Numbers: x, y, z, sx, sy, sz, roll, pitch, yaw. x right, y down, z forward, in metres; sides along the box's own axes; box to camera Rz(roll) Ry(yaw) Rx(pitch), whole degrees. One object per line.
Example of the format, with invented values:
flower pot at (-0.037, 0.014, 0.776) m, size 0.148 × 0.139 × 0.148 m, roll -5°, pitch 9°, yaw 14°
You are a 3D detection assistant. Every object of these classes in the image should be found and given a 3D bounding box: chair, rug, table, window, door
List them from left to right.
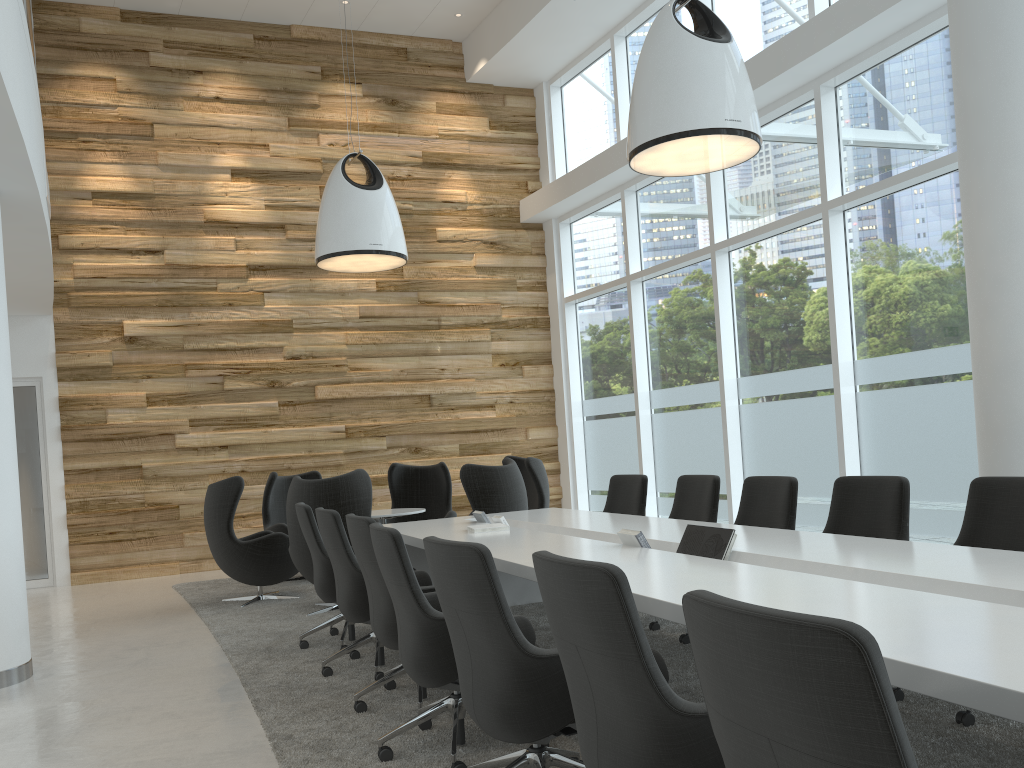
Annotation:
window at (-16.706, -0.584, 1.498) m, size 62.985 × 6.137 × 30.830 m, roll -5°, pitch -4°, yaw 17°
door at (-6.141, 1.158, 9.876) m, size 1.803 × 2.400 × 0.132 m, roll -3°, pitch 0°, yaw -20°
chair at (-2.297, 1.394, 8.061) m, size 0.915 × 1.152 × 0.916 m, roll -3°, pitch -2°, yaw -32°
chair at (-2.134, 1.463, 9.221) m, size 0.919 × 1.152 × 0.913 m, roll -5°, pitch -2°, yaw 28°
chair at (-1.397, 1.286, 7.361) m, size 0.913 × 1.152 × 0.918 m, roll -4°, pitch -2°, yaw -2°
chair at (-1.115, 1.262, 5.958) m, size 0.673 × 0.966 × 0.687 m, roll -3°, pitch -1°, yaw -18°
chair at (-0.809, 1.190, 5.205) m, size 0.673 × 0.966 × 0.687 m, roll -3°, pitch -1°, yaw -23°
table at (-1.205, 1.574, 8.493) m, size 0.799 × 0.696 × 0.800 m, roll -4°, pitch -2°, yaw 2°
chair at (-0.489, 1.116, 4.451) m, size 0.673 × 0.966 × 0.687 m, roll -3°, pitch -1°, yaw -23°
chair at (-1.059, 1.421, 9.667) m, size 0.913 × 1.152 × 0.918 m, roll -4°, pitch -2°, yaw -2°
chair at (-0.258, 1.051, 3.723) m, size 0.673 × 0.966 × 0.687 m, roll -3°, pitch -1°, yaw -18°
chair at (-0.294, 1.240, 7.786) m, size 0.919 × 1.152 × 0.913 m, roll -5°, pitch -2°, yaw 28°
chair at (-0.072, 1.309, 9.005) m, size 0.915 × 1.152 × 0.916 m, roll -3°, pitch -2°, yaw -32°
chair at (0.058, 0.980, 3.004) m, size 0.673 × 0.966 × 0.687 m, roll -3°, pitch -1°, yaw -28°
chair at (0.725, 1.195, 6.797) m, size 0.673 × 0.966 × 0.687 m, roll -3°, pitch -1°, yaw -28°
rug at (0.659, 1.500, 4.056) m, size 3.933 × 0.010 × 13.488 m, roll -2°, pitch -4°, yaw -22°
chair at (0.414, 0.911, 2.355) m, size 0.673 × 0.966 × 0.687 m, roll -3°, pitch -1°, yaw -23°
chair at (1.087, 1.116, 5.999) m, size 0.673 × 0.966 × 0.687 m, roll -3°, pitch -1°, yaw -23°
table at (0.904, 1.095, 3.801) m, size 1.498 × 0.738 × 6.576 m, roll -3°, pitch -4°, yaw -22°
chair at (1.355, 1.045, 5.229) m, size 0.673 × 0.966 × 0.687 m, roll -3°, pitch -1°, yaw -23°
chair at (1.711, 0.976, 4.580) m, size 0.673 × 0.966 × 0.687 m, roll -3°, pitch -1°, yaw -28°
chair at (0.682, 0.840, 1.585) m, size 0.673 × 0.966 × 0.687 m, roll -3°, pitch -1°, yaw -23°
chair at (2.027, 0.906, 3.861) m, size 0.673 × 0.966 × 0.687 m, roll -3°, pitch -1°, yaw -18°

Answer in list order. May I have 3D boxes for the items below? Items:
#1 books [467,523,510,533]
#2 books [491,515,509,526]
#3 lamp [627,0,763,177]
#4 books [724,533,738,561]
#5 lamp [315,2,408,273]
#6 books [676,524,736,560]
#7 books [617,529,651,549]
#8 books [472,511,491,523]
books at (-0.152, 0.905, 5.575) m, size 0.224 × 0.026 × 0.264 m, roll -3°, pitch -4°, yaw -13°
books at (-0.039, 0.984, 5.914) m, size 0.139 × 0.223 × 0.162 m, roll -3°, pitch -1°, yaw -22°
lamp at (1.084, -3.323, 5.880) m, size 0.885 × 3.646 × 0.883 m, roll -4°, pitch 0°, yaw 21°
books at (0.856, 0.781, 4.016) m, size 0.158 × 0.241 × 0.353 m, roll -3°, pitch -3°, yaw -23°
lamp at (-1.555, -2.966, 8.475) m, size 0.885 × 3.646 × 0.883 m, roll -4°, pitch 0°, yaw 16°
books at (0.847, 0.762, 3.992) m, size 0.139 × 0.229 × 0.358 m, roll -3°, pitch -3°, yaw -23°
books at (0.625, 0.818, 4.285) m, size 0.153 × 0.238 × 0.191 m, roll -3°, pitch -2°, yaw -22°
books at (-0.173, 1.007, 6.225) m, size 0.152 × 0.241 × 0.183 m, roll -3°, pitch -1°, yaw -22°
